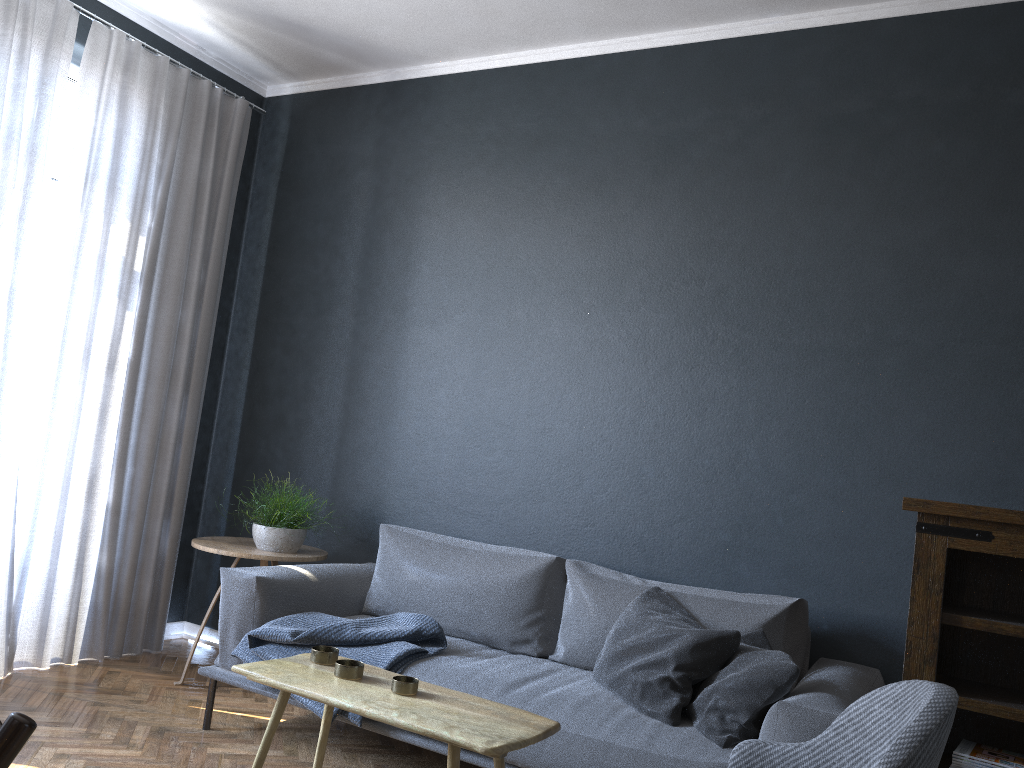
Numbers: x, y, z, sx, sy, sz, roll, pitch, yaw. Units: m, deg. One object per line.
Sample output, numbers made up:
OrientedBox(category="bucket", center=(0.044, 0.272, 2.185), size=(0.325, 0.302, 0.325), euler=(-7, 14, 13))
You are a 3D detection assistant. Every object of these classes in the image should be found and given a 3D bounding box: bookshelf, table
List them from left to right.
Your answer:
OrientedBox(category="table", center=(-0.318, 1.002, 2.089), size=(0.787, 0.549, 0.340), euler=(5, -5, 30))
OrientedBox(category="bookshelf", center=(2.033, 1.012, 2.327), size=(1.917, 1.171, 0.451), euler=(5, -5, 30))

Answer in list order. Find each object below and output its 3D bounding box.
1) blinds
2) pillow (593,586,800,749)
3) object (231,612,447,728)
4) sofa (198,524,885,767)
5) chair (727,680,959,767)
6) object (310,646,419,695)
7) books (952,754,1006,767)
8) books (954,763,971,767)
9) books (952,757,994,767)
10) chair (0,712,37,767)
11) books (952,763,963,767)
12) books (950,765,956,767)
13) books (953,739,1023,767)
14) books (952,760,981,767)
OrientedBox(category="blinds", center=(-2.501, -0.348, 2.869), size=(0.312, 2.785, 4.000), euler=(5, -5, 30))
OrientedBox(category="pillow", center=(0.585, 0.876, 2.814), size=(0.443, 0.361, 0.797), euler=(12, -7, -42))
OrientedBox(category="object", center=(-0.601, 0.960, 3.173), size=(0.666, 0.329, 0.491), euler=(4, -6, 35))
OrientedBox(category="sofa", center=(0.049, 1.019, 3.155), size=(2.339, 0.797, 0.972), euler=(5, -6, 29))
OrientedBox(category="chair", center=(0.533, 0.940, 1.687), size=(0.494, 0.810, 0.646), euler=(7, -5, 8))
OrientedBox(category="object", center=(-0.385, 0.710, 2.200), size=(0.368, 0.033, 0.103), euler=(3, -7, 40))
OrientedBox(category="books", center=(1.468, 1.107, 2.586), size=(0.304, 0.008, 0.219), euler=(4, -6, 34))
OrientedBox(category="books", center=(1.460, 1.128, 2.582), size=(0.288, 0.008, 0.219), euler=(4, -6, 34))
OrientedBox(category="books", center=(1.464, 1.114, 2.582), size=(0.304, 0.008, 0.219), euler=(4, -6, 33))
OrientedBox(category="chair", center=(-0.772, 0.681, 0.734), size=(0.362, 0.819, 0.467), euler=(5, -5, 29))
OrientedBox(category="books", center=(1.464, 1.133, 2.583), size=(0.304, 0.006, 0.219), euler=(4, -6, 34))
OrientedBox(category="books", center=(1.456, 1.138, 2.587), size=(0.288, 0.008, 0.219), euler=(4, -6, 36))
OrientedBox(category="books", center=(1.470, 1.098, 2.585), size=(0.304, 0.013, 0.219), euler=(4, -6, 34))
OrientedBox(category="books", center=(1.462, 1.120, 2.580), size=(0.304, 0.008, 0.219), euler=(4, -6, 33))
